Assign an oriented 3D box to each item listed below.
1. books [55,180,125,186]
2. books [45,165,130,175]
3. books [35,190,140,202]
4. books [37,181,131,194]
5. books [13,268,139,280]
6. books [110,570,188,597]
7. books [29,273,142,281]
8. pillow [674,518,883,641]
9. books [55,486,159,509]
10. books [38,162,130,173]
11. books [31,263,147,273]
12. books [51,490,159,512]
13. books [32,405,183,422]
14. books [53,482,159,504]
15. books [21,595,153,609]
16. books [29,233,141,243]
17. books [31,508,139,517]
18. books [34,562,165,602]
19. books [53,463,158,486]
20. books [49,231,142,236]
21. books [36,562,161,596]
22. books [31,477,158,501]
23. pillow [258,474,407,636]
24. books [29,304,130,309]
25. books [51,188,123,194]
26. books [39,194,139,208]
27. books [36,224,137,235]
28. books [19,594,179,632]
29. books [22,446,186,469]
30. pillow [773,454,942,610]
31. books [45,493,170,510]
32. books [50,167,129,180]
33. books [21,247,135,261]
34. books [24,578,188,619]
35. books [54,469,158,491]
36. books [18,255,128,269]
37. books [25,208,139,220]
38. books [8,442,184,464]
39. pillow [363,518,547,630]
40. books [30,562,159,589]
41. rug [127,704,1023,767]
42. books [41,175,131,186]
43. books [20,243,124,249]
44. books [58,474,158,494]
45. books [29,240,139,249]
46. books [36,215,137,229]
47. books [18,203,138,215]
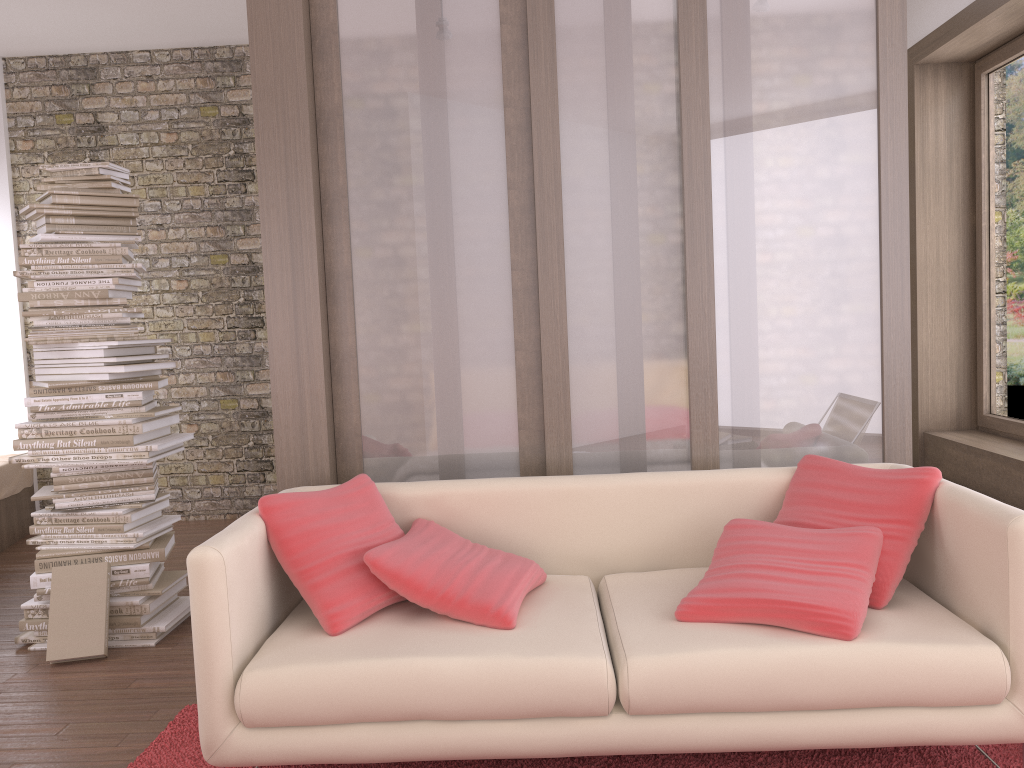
[{"bbox_3d":[-1.873,-0.887,3.953,0.258,0.010,0.183,-4,4,-13],"label":"books"},{"bbox_3d":[-1.878,-0.942,3.934,0.277,0.008,0.216,-2,4,2],"label":"books"},{"bbox_3d":[-1.885,-0.824,3.935,0.366,0.012,0.287,-6,5,-38],"label":"books"},{"bbox_3d":[-1.899,-0.868,3.949,0.327,0.023,0.198,-2,4,2],"label":"books"},{"bbox_3d":[-1.926,-0.488,3.951,0.470,0.022,0.306,-4,4,-18],"label":"books"},{"bbox_3d":[-1.777,0.901,3.987,0.542,0.020,0.320,-2,4,2],"label":"books"},{"bbox_3d":[-1.883,-0.471,3.940,0.416,0.012,0.324,-4,4,-18],"label":"books"},{"bbox_3d":[0.783,0.552,2.568,0.507,0.224,0.467,0,5,29],"label":"pillow"},{"bbox_3d":[-1.812,0.504,3.996,0.396,0.024,0.310,-4,4,-18],"label":"books"},{"bbox_3d":[-1.896,-0.954,3.940,0.313,0.014,0.204,-2,4,2],"label":"books"},{"bbox_3d":[-1.880,-0.514,3.972,0.434,0.019,0.324,-4,4,-18],"label":"books"},{"bbox_3d":[-1.818,0.520,3.989,0.413,0.006,0.322,-4,4,-18],"label":"books"},{"bbox_3d":[-1.825,0.134,4.027,0.542,0.020,0.320,-2,4,2],"label":"books"},{"bbox_3d":[-1.819,0.482,3.998,0.405,0.018,0.300,-4,4,-18],"label":"books"},{"bbox_3d":[-1.830,0.925,3.964,0.510,0.020,0.399,-2,4,2],"label":"books"},{"bbox_3d":[-1.898,-0.638,3.945,0.404,0.026,0.266,-6,5,-38],"label":"books"},{"bbox_3d":[-1.863,0.550,3.993,0.422,0.016,0.330,-2,4,7],"label":"books"},{"bbox_3d":[-1.831,0.882,3.972,0.469,0.028,0.368,-4,4,-13],"label":"books"},{"bbox_3d":[-1.817,0.396,3.988,0.396,0.033,0.310,-4,4,-18],"label":"books"},{"bbox_3d":[-1.873,-0.658,3.952,0.351,0.010,0.284,-6,5,-38],"label":"books"},{"bbox_3d":[-1.820,0.854,3.938,0.442,0.025,0.346,-4,4,-13],"label":"books"},{"bbox_3d":[-1.860,0.467,3.986,0.488,0.018,0.296,-4,4,-18],"label":"books"},{"bbox_3d":[-0.505,0.511,2.773,0.379,0.377,0.498,0,5,37],"label":"pillow"},{"bbox_3d":[-1.922,-0.341,3.958,0.395,0.009,0.233,-4,4,-23],"label":"books"},{"bbox_3d":[-1.881,-0.844,3.947,0.272,0.023,0.201,-4,4,-18],"label":"books"},{"bbox_3d":[-1.881,-0.798,3.946,0.351,0.036,0.275,-6,5,-38],"label":"books"},{"bbox_3d":[-1.904,-0.681,3.974,0.371,0.036,0.211,-6,5,-38],"label":"books"},{"bbox_3d":[-1.831,1.007,3.969,0.522,0.046,0.410,-2,4,2],"label":"books"},{"bbox_3d":[-1.818,0.328,3.990,0.542,0.016,0.423,-2,4,2],"label":"books"},{"bbox_3d":[1.018,0.443,2.773,0.379,0.377,0.498,-6,5,-38],"label":"pillow"},{"bbox_3d":[-1.817,0.530,4.007,0.448,0.016,0.264,-2,4,7],"label":"books"},{"bbox_3d":[-1.876,-0.924,3.946,0.260,0.029,0.193,-1,4,17],"label":"books"},{"bbox_3d":[-1.925,-0.577,3.961,0.416,0.035,0.323,-4,4,-18],"label":"books"},{"bbox_3d":[-1.809,0.956,3.991,0.542,0.046,0.421,-2,4,2],"label":"books"},{"bbox_3d":[-1.816,0.425,3.990,0.396,0.024,0.310,-4,4,-18],"label":"books"},{"bbox_3d":[-1.934,-0.538,3.939,0.401,0.035,0.315,-4,4,-18],"label":"books"},{"bbox_3d":[-1.908,-0.745,3.938,0.412,0.019,0.259,-6,5,-38],"label":"books"},{"bbox_3d":[-1.865,0.304,4.022,0.612,0.028,0.399,-2,4,2],"label":"books"},{"bbox_3d":[-0.164,0.580,2.766,0.467,0.224,0.507,-2,4,14],"label":"pillow"},{"bbox_3d":[-1.836,0.811,3.953,0.469,0.057,0.364,-4,4,-13],"label":"books"},{"bbox_3d":[0.274,1.187,1.397,2.938,0.016,3.344,-2,4,2],"label":"rug"},{"bbox_3d":[-1.888,-0.900,3.944,0.303,0.015,0.202,-2,4,2],"label":"books"},{"bbox_3d":[-1.934,-0.601,3.937,0.392,0.015,0.306,-4,4,-18],"label":"books"},{"bbox_3d":[-1.815,0.449,4.011,0.385,0.008,0.274,-4,4,-18],"label":"books"},{"bbox_3d":[-1.902,-0.620,3.967,0.416,0.015,0.245,-4,4,-18],"label":"books"},{"bbox_3d":[-1.906,-0.719,3.971,0.371,0.036,0.211,-6,5,-38],"label":"books"},{"bbox_3d":[-1.921,-0.766,3.933,0.435,0.019,0.248,-6,5,-38],"label":"books"}]
